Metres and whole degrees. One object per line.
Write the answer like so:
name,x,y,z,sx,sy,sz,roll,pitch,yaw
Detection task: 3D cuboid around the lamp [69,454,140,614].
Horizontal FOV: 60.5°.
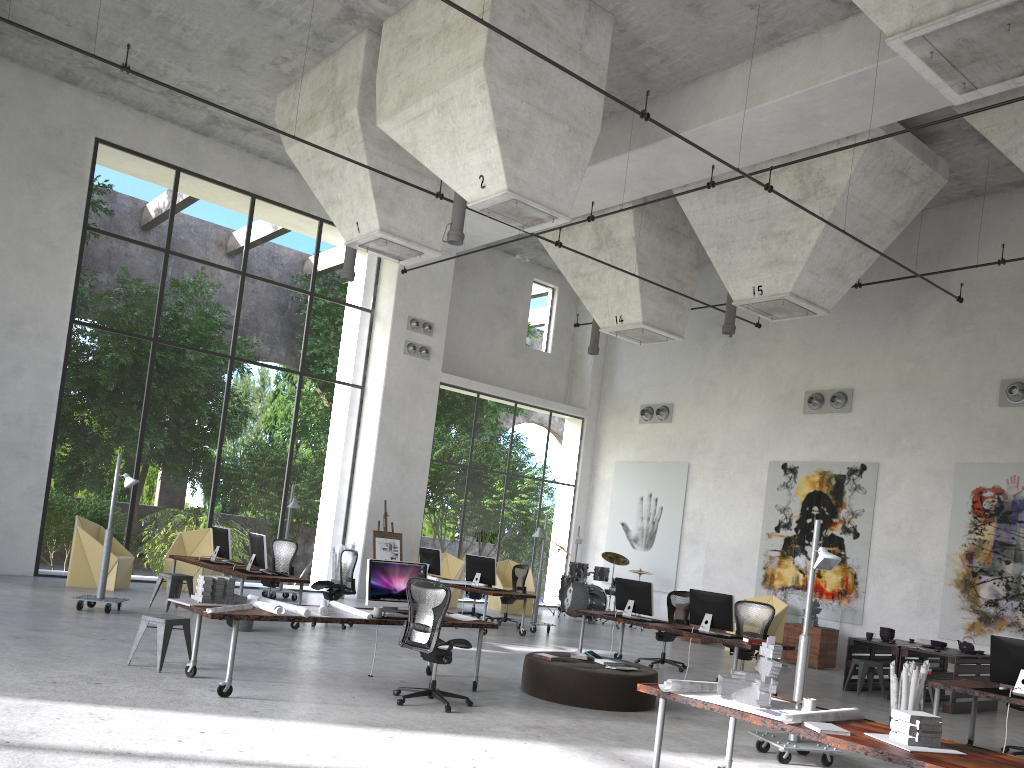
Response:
lamp,-5.507,2.029,12.012,0.597,2.138,0.582,7,-3,-6

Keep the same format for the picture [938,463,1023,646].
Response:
picture,8.192,2.793,14.246,0.021,2.998,2.214,9,-5,-39

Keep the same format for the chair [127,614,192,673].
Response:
chair,-3.390,2.507,8.541,0.418,0.486,0.444,4,-6,24

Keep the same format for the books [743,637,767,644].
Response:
books,3.032,3.195,10.919,0.285,0.052,0.205,8,-9,-7

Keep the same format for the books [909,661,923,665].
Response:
books,5.592,3.849,12.094,0.204,0.025,0.146,6,-10,7

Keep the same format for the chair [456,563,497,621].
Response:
chair,-0.664,3.996,17.140,0.770,1.176,0.800,7,-5,0

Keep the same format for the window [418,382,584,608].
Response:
window,-0.190,2.822,20.932,4.619,4.858,0.020,12,-5,-39

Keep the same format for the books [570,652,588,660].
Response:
books,0.768,3.104,10.033,0.197,0.034,0.289,6,-10,7

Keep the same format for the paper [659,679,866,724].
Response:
paper,1.718,2.174,6.050,0.990,0.104,1.074,16,-13,-43

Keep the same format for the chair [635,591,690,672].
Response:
chair,2.305,3.661,13.182,0.789,1.176,0.781,4,-5,35

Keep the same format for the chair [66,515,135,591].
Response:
chair,-6.949,2.845,14.800,0.935,1.161,0.989,7,-5,-3

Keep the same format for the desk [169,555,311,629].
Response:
desk,-4.234,3.122,13.278,0.976,0.718,3.130,12,-11,-38

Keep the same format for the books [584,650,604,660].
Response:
books,0.943,3.103,10.005,0.204,0.102,0.147,1,-9,36

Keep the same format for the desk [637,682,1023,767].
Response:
desk,2.207,2.521,5.409,0.986,0.718,3.129,13,-11,-38

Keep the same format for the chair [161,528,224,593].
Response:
chair,-5.843,3.227,16.219,0.977,1.161,0.946,6,-5,7

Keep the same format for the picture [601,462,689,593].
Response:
picture,3.150,3.381,21.077,0.021,2.998,2.333,9,-5,-39

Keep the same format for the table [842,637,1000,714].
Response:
table,6.053,4.275,12.975,1.525,0.789,1.600,13,-11,-38

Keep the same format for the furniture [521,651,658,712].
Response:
furniture,0.865,3.305,9.811,1.527,0.425,1.509,14,-12,-36

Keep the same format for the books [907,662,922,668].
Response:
books,5.584,3.877,12.095,0.253,0.032,0.177,5,-10,12

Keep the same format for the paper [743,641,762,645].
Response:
paper,3.053,3.229,10.944,0.289,0.001,0.214,0,-12,33

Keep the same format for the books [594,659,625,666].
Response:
books,1.088,3.100,9.785,0.287,0.033,0.198,12,-11,-26

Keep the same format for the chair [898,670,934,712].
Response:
chair,5.542,4.200,12.064,0.443,0.486,0.419,12,-8,-44

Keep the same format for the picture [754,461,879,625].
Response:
picture,5.857,3.010,17.093,0.021,2.998,2.350,9,-5,-39

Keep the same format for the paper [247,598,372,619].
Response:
paper,-1.963,2.150,8.459,1.090,0.104,0.976,15,-13,-38

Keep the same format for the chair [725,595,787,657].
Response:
chair,4.725,4.627,16.938,0.946,1.161,0.977,11,-7,-40

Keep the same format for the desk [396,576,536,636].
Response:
desk,-0.973,3.976,15.909,0.986,0.718,3.129,13,-11,-38

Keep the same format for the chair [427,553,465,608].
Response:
chair,-1.589,4.225,18.989,0.977,1.161,0.946,6,-5,10

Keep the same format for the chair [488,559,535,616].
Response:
chair,0.010,4.526,19.605,0.985,1.161,0.938,9,-5,-19

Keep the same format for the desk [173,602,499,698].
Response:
desk,-1.686,2.637,8.756,3.170,0.718,0.973,15,-10,-39

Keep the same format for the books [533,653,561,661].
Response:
books,0.386,3.000,9.659,0.254,0.032,0.177,-2,-13,42

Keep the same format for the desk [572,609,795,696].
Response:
desk,2.189,3.675,12.016,0.986,0.718,3.129,13,-11,-38

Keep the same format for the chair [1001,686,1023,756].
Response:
chair,5.583,3.352,9.163,0.789,1.176,0.781,3,-6,40

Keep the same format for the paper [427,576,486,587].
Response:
paper,-1.073,3.593,16.100,1.086,0.104,0.979,12,-11,-28

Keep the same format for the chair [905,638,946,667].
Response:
chair,6.688,4.556,14.203,0.691,0.813,0.784,3,-7,36

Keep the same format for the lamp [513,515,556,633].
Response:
lamp,0.512,3.480,16.165,0.603,2.138,0.577,9,-3,-39

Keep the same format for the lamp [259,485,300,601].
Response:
lamp,-4.236,2.961,16.458,0.585,2.138,0.594,9,-3,-39

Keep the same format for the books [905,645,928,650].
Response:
books,5.773,3.752,12.532,0.303,0.030,0.227,4,-10,18

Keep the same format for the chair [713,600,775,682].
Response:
chair,3.220,3.567,12.019,0.767,1.176,0.803,5,-5,20

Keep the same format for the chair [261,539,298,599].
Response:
chair,-3.918,3.129,14.428,0.768,1.176,0.803,6,-5,15

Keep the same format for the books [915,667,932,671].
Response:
books,5.585,3.909,12.090,0.285,0.033,0.200,8,-10,-8

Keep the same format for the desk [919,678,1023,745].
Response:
desk,5.468,3.374,8.039,0.976,0.718,3.130,12,-11,-38

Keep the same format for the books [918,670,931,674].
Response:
books,5.581,3.943,12.089,0.284,0.034,0.200,6,-10,7

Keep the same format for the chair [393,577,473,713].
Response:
chair,-0.740,2.459,8.417,0.767,1.176,0.804,5,-5,25

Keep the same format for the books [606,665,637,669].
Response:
books,1.189,3.072,9.523,0.301,0.039,0.222,8,-10,-4

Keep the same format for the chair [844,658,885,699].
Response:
chair,5.162,4.285,12.809,0.420,0.486,0.441,7,-6,-4

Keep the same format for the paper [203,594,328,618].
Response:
paper,-2.164,2.108,8.332,0.891,0.102,1.957,7,-10,0

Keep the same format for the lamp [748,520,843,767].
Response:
lamp,2.621,2.282,7.857,0.582,2.138,0.597,8,-3,-14

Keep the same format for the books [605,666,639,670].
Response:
books,1.191,3.075,9.496,0.303,0.031,0.221,11,-11,-24

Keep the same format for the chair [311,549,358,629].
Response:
chair,-2.710,3.090,13.376,0.767,1.176,0.803,3,-6,40

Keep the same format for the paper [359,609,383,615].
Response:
paper,-1.432,2.360,9.074,0.489,0.001,0.430,12,-11,-28

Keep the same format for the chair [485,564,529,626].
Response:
chair,-0.076,4.005,16.786,0.789,1.176,0.780,6,-5,15
